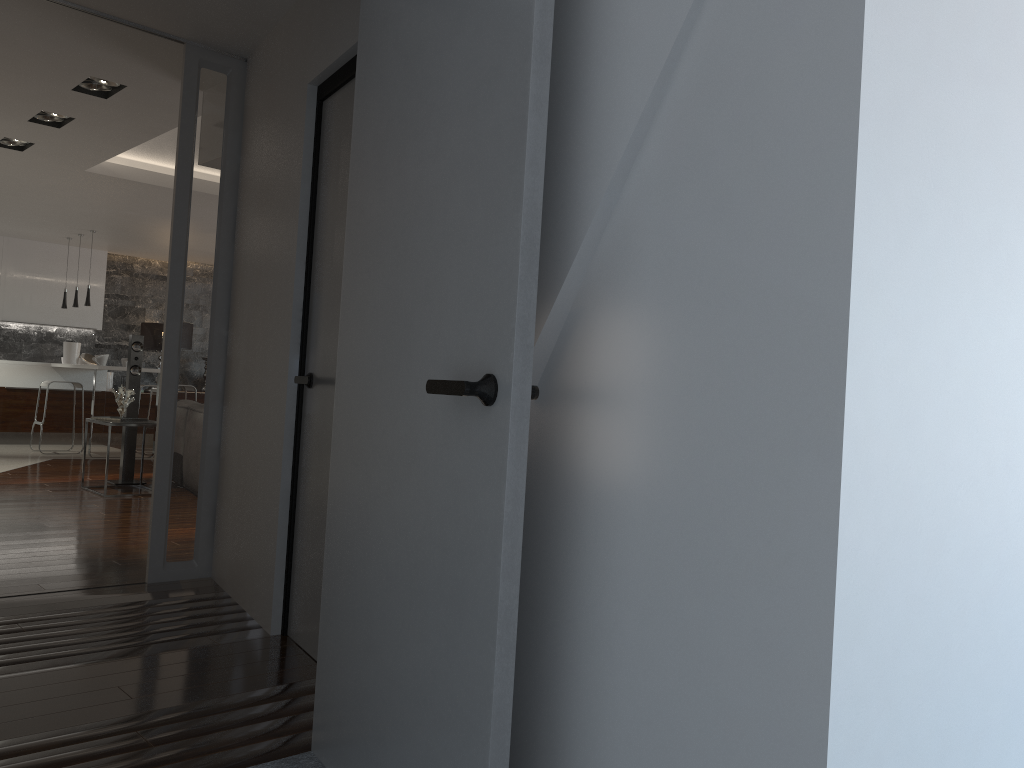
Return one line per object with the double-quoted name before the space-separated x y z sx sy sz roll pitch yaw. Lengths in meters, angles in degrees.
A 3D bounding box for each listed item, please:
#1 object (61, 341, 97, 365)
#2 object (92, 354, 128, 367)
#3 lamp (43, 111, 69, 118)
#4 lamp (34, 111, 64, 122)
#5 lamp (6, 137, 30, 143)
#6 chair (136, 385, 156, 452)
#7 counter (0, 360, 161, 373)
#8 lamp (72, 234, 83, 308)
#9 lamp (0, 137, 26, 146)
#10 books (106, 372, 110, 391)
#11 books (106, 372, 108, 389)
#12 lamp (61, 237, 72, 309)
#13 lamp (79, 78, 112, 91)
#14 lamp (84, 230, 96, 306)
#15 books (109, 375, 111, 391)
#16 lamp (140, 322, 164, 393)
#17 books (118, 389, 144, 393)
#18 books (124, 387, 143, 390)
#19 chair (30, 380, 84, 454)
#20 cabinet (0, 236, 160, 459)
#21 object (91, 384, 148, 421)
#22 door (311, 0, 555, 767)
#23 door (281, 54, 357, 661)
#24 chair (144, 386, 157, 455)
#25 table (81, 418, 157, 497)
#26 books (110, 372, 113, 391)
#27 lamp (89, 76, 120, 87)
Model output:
"object" -5.522 -0.393 11.274 0.435 0.298 0.547 4 -1 -30
"object" -4.532 -0.265 9.965 0.462 0.133 0.178 4 -1 -42
"lamp" -2.822 -1.696 5.442 0.186 0.077 0.167 4 -1 -37
"lamp" -2.937 -1.701 5.568 0.167 0.077 0.186 3 -1 43
"lamp" -3.442 -1.725 6.122 0.186 0.077 0.167 4 -1 -37
"chair" -4.441 0.416 10.745 0.454 0.800 0.397 5 -2 -42
"counter" -6.294 -0.289 9.290 4.250 0.041 2.547 4 -1 -43
"lamp" -5.000 -1.304 10.138 0.061 0.846 0.055 5 -2 -42
"lamp" -3.557 -1.730 6.248 0.173 0.077 0.180 3 -1 13
"books" -5.249 -0.033 11.380 0.020 0.244 0.165 5 -2 -42
"books" -5.279 -0.034 11.380 0.025 0.243 0.166 5 -2 -42
"lamp" -5.295 -1.317 10.461 0.061 0.846 0.055 5 -2 -42
"lamp" -2.324 -1.672 4.896 0.167 0.077 0.186 3 -1 43
"lamp" -4.706 -1.290 9.815 0.061 0.846 0.055 5 -2 -42
"books" -5.233 -0.013 11.396 0.022 0.205 0.147 5 -2 -42
"lamp" -4.761 -0.345 12.007 0.561 0.934 0.623 2 -2 38
"books" -4.973 0.090 11.472 0.172 0.034 0.253 3 -1 26
"books" -4.970 0.061 11.463 0.159 0.024 0.237 3 -1 27
"chair" -5.066 0.370 9.835 0.454 0.800 0.397 5 -2 -42
"cabinet" -4.598 -0.456 9.715 7.298 2.501 4.208 4 -1 -43
"object" -3.149 0.145 7.082 0.276 0.288 0.293 3 -1 18
"door" -0.504 -0.098 1.701 1.055 2.094 0.925 5 -2 -42
"door" -0.534 -0.087 2.966 0.162 2.094 0.951 4 -2 -31
"chair" -3.992 0.437 10.252 0.454 0.800 0.397 5 -2 -42
"table" -3.070 0.575 7.000 0.475 0.563 0.568 5 -2 -42
"books" -5.228 -0.031 11.427 0.025 0.243 0.166 5 -2 -42
"lamp" -2.209 -1.667 4.770 0.186 0.077 0.167 4 -1 -37
